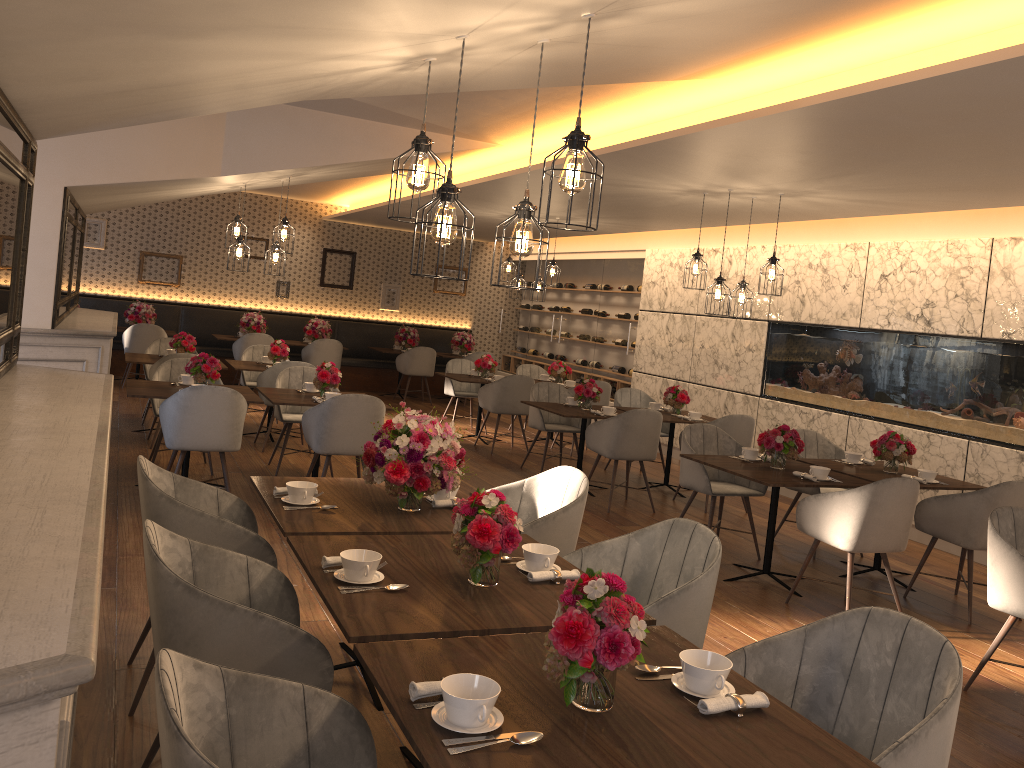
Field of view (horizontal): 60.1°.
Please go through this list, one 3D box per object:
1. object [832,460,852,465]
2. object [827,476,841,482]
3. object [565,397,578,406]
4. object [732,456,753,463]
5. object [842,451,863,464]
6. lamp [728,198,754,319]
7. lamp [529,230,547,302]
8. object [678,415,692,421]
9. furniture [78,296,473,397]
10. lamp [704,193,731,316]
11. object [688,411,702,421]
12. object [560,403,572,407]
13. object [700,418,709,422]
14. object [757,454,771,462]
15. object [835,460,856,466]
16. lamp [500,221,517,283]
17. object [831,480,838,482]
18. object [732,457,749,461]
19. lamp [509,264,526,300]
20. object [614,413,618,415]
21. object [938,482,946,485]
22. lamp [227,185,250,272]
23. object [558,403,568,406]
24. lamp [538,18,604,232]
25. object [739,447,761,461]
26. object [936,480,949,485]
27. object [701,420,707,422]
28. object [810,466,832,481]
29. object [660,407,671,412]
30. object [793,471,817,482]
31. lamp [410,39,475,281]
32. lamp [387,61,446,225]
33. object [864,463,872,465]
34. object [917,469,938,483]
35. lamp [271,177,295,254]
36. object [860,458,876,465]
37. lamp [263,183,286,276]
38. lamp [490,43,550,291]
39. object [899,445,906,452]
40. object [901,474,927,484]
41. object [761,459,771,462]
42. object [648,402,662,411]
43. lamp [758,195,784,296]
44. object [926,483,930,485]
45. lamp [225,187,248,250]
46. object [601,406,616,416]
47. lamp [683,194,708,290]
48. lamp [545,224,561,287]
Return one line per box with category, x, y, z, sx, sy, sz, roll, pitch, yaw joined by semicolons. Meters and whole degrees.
object;2.348;0.555;6.291;0.043;0.015;0.198;4;5;-28
object;1.981;0.583;5.502;0.043;0.015;0.198;4;5;-28
object;0.573;0.165;8.327;0.149;0.072;0.148;10;6;43
object;1.547;0.507;5.924;0.022;0.004;0.212;4;5;-24
object;2.446;0.531;6.354;0.148;0.072;0.148;7;4;18
lamp;1.939;-1.559;7.096;0.175;2.067;0.175;5;2;-23
lamp;0.409;-2.016;10.557;0.175;2.067;0.175;5;2;-23
object;1.581;0.307;8.115;0.056;0.039;0.176;4;5;-24
furniture;-3.873;-0.540;13.622;7.075;1.080;0.543;4;3;-24
lamp;1.695;-1.564;6.848;0.175;2.067;0.175;5;2;-23
object;1.686;0.297;8.162;0.149;0.072;0.148;10;6;43
object;0.509;0.197;8.273;0.022;0.004;0.212;4;5;-24
object;1.778;0.330;8.226;0.043;0.015;0.198;4;5;-28
object;1.713;0.498;6.026;0.056;0.039;0.176;4;5;-24
object;2.382;0.564;6.299;0.022;0.004;0.212;4;5;-24
lamp;0.053;-2.252;10.604;0.175;2.067;0.175;5;2;-23
object;1.946;0.586;5.495;0.022;0.004;0.212;4;5;-24
object;1.513;0.498;5.916;0.043;0.015;0.198;4;5;-28
lamp;0.165;-2.021;10.309;0.175;2.067;0.175;5;2;-23
object;0.943;0.273;7.851;0.043;0.015;0.198;4;5;-28
object;2.781;0.643;5.869;0.022;0.004;0.212;4;5;-24
lamp;-2.237;-1.991;7.537;0.175;2.067;0.175;5;2;-23
object;0.475;0.188;8.264;0.043;0.015;0.198;4;5;-28
lamp;0.279;-1.506;2.687;0.175;2.067;0.175;5;2;-23
object;1.611;0.474;5.979;0.148;0.072;0.148;7;4;18
object;2.816;0.640;5.877;0.043;0.015;0.198;4;5;-28
object;1.743;0.333;8.218;0.022;0.004;0.212;4;5;-24
object;1.889;0.550;5.438;0.148;0.072;0.148;7;4;18
object;1.510;0.245;8.750;0.056;0.039;0.176;4;5;-24
object;1.784;0.560;5.392;0.056;0.039;0.176;4;5;-24
lamp;-0.119;-1.359;2.744;0.175;2.067;0.175;5;2;-23
lamp;-0.231;-1.590;3.039;0.175;2.067;0.175;5;2;-23
object;2.520;0.561;6.378;0.025;0.024;0.193;5;5;-24
object;2.724;0.607;5.813;0.148;0.072;0.148;7;4;18
lamp;-1.839;-2.139;7.480;0.175;2.067;0.175;5;2;-23
object;2.548;0.555;6.401;0.056;0.039;0.176;4;5;-24
lamp;-1.992;-1.986;7.785;0.175;2.067;0.175;5;2;-23
lamp;0.126;-1.354;2.992;0.175;2.067;0.175;5;2;-23
object;2.624;0.432;6.005;0.048;0.052;0.077;3;5;-45
object;2.619;0.617;5.767;0.056;0.039;0.176;4;5;-24
object;1.684;0.504;6.003;0.025;0.024;0.193;5;5;-24
object;1.408;0.221;8.702;0.149;0.072;0.148;10;6;43
lamp;2.092;-1.712;6.791;0.175;2.067;0.175;5;2;-23
object;2.646;0.625;5.790;0.025;0.024;0.193;5;5;-24
lamp;-2.349;-2.223;7.831;0.175;2.067;0.175;5;2;-23
object;0.851;0.240;7.787;0.149;0.072;0.148;10;6;43
lamp;1.583;-1.796;7.142;0.175;2.067;0.175;5;2;-23
lamp;0.562;-2.168;10.252;0.175;2.067;0.175;5;2;-23
